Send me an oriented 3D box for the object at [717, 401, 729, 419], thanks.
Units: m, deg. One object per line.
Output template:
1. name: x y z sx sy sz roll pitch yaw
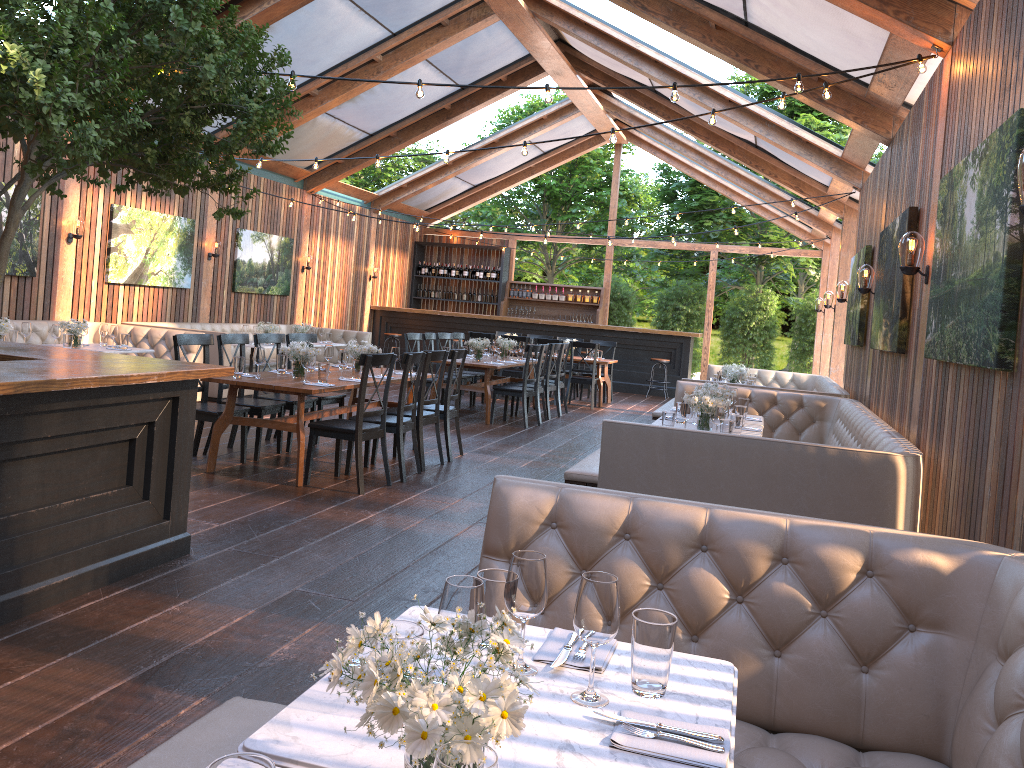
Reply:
1. object: 1.438 0.244 6.067 0.092 0.244 0.092 4 2 -26

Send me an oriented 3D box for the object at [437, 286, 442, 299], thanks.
1. object: -1.672 -2.126 20.476 0.095 0.308 0.094 6 2 37

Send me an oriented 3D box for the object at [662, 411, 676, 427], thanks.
1. object: 1.051 0.264 5.950 0.092 0.158 0.092 5 2 3

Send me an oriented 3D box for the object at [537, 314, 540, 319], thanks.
1. object: 0.613 -1.530 20.092 0.124 0.096 0.124 6 4 27

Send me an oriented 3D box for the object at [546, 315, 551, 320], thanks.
1. object: 0.827 -1.501 19.955 0.124 0.096 0.124 5 3 5

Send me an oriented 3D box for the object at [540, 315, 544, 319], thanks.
1. object: 0.668 -1.513 19.943 0.124 0.096 0.124 6 4 27

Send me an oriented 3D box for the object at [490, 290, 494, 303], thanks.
1. object: -0.453 -1.993 20.104 0.094 0.308 0.094 5 1 17

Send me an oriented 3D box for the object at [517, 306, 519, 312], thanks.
1. object: 0.105 -1.659 20.239 0.092 0.244 0.092 5 1 -9

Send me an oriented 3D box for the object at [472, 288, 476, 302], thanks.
1. object: -0.861 -2.037 20.224 0.094 0.308 0.095 4 1 -19

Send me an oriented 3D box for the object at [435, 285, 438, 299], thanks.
1. object: -1.744 -2.139 20.559 0.094 0.308 0.094 4 1 -20

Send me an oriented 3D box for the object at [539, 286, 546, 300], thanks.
1. object: 0.694 -2.066 20.078 0.138 0.310 0.138 5 2 16

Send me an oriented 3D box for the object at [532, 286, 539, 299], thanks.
1. object: 0.545 -2.082 20.126 0.138 0.310 0.138 5 2 21

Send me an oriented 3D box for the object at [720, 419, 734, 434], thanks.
1. object: 1.385 0.311 5.726 0.092 0.158 0.092 5 2 3

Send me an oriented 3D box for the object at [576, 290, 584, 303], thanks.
1. object: 1.517 -1.967 19.857 0.176 0.288 0.109 6 2 21

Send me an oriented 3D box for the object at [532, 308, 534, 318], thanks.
1. object: 0.495 -1.618 20.131 0.092 0.244 0.092 5 1 -9

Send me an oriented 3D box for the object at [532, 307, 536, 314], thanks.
1. object: 0.505 -1.608 20.017 0.092 0.244 0.092 5 1 -9

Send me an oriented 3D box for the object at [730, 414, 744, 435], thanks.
1. object: 1.543 0.293 6.095 0.092 0.158 0.092 5 2 3

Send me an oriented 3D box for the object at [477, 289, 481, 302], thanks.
1. object: -0.749 -2.028 20.218 0.094 0.308 0.094 4 1 -20

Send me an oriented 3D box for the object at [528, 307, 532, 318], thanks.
1. object: 0.401 -1.618 20.038 0.092 0.244 0.092 5 1 -9

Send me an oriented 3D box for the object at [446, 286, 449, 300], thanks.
1. object: -1.478 -2.107 20.447 0.095 0.308 0.094 6 2 42

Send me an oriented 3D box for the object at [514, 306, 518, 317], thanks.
1. object: 0.093 -1.652 20.139 0.092 0.244 0.092 6 2 36

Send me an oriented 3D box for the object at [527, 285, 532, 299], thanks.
1. object: 0.402 -2.102 20.169 0.094 0.318 0.094 5 1 26

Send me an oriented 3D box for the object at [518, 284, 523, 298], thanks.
1. object: 0.210 -2.124 20.244 0.094 0.318 0.094 5 1 11

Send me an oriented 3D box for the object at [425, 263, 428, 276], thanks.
1. object: -1.981 -2.668 20.557 0.077 0.306 0.077 5 1 33

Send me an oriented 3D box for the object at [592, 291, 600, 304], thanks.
1. object: 1.879 -1.927 19.746 0.176 0.288 0.109 6 2 21

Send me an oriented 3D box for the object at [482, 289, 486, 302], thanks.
1. object: -0.640 -2.017 20.203 0.095 0.308 0.094 6 2 37

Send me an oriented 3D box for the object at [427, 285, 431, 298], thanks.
1. object: -1.923 -2.157 20.598 0.094 0.308 0.094 6 2 43

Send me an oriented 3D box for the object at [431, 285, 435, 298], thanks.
1. object: -1.832 -2.147 20.570 0.094 0.308 0.094 5 1 14

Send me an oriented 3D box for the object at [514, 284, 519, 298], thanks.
1. object: 0.104 -2.133 20.243 0.094 0.318 0.094 5 1 31

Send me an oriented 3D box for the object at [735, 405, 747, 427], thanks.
1. object: 1.765 0.249 6.836 0.092 0.158 0.092 5 2 3

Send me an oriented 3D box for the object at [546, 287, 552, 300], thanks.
1. object: 0.845 -2.049 20.028 0.138 0.310 0.138 5 2 21

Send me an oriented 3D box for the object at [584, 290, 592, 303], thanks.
1. object: 1.690 -1.945 19.765 0.176 0.288 0.109 5 1 11

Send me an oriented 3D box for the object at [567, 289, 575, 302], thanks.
1. object: 1.324 -1.985 19.891 0.176 0.288 0.109 5 1 11

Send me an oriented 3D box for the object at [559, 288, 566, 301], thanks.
1. object: 1.144 -2.018 19.954 0.138 0.310 0.138 5 2 21

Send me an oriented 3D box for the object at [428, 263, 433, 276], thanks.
1. object: -1.927 -2.675 20.654 0.136 0.315 0.137 4 2 -22

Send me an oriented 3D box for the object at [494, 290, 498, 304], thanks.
1. object: -0.344 -1.985 20.110 0.095 0.308 0.094 6 2 42

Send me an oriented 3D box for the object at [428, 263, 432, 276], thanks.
1. object: -1.902 -2.659 20.512 0.077 0.309 0.077 5 1 -5

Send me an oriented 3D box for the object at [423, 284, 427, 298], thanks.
1. object: -2.028 -2.165 20.590 0.094 0.308 0.095 4 1 -19

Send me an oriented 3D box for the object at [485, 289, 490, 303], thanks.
1. object: -0.549 -2.005 20.146 0.094 0.308 0.094 5 1 12

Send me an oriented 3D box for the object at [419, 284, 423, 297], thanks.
1. object: -2.117 -2.174 20.607 0.094 0.308 0.094 5 1 21

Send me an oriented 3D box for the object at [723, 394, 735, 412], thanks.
1. object: 1.657 0.201 6.790 0.092 0.244 0.092 4 2 -26

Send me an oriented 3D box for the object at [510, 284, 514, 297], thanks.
1. object: 0.013 -2.145 20.299 0.094 0.318 0.094 5 1 16

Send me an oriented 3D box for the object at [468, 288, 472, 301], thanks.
1. object: -0.961 -2.051 20.291 0.094 0.308 0.094 6 2 43

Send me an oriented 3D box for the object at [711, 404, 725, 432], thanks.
1. object: 1.354 0.256 5.838 0.092 0.244 0.092 4 2 -26

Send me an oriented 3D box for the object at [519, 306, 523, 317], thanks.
1. object: 0.199 -1.640 20.100 0.092 0.244 0.092 6 2 36

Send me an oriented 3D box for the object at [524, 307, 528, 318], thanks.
1. object: 0.306 -1.629 20.077 0.092 0.244 0.092 5 1 -9

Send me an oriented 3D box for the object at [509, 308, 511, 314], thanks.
1. object: -0.062 -1.632 20.094 0.070 0.185 0.070 5 2 21

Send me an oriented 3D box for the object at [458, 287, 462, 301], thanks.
1. object: -1.188 -2.075 20.351 0.094 0.308 0.094 5 1 16

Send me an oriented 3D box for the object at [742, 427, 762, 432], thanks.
1. object: 1.754 0.333 6.665 0.255 0.019 0.157 6 5 17

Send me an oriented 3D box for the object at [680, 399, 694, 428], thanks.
1. object: 1.174 0.230 5.968 0.092 0.244 0.092 4 2 -26

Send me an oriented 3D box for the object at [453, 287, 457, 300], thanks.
1. object: -1.309 -2.084 20.338 0.094 0.308 0.094 5 1 -2

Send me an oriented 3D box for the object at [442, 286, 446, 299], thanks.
1. object: -1.566 -2.118 20.488 0.094 0.308 0.094 5 1 12

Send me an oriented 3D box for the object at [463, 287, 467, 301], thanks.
1. object: -1.078 -2.062 20.300 0.094 0.308 0.094 5 1 14

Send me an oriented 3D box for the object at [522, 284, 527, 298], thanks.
1. object: 0.297 -2.112 20.182 0.094 0.318 0.094 5 1 11

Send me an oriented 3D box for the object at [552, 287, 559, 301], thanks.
1. object: 0.987 -2.033 19.979 0.138 0.310 0.138 5 2 11
